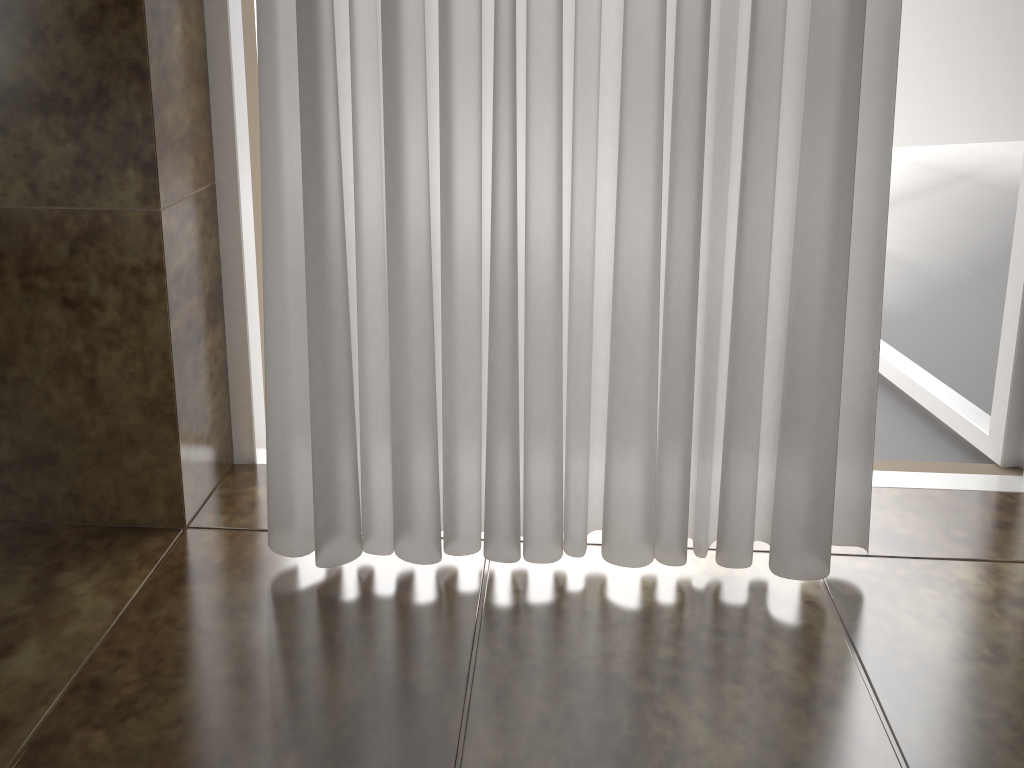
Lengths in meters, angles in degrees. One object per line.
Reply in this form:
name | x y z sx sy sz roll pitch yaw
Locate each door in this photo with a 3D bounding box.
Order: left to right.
door | 0.577 -1.109 1.316 0.040 2.090 1.013 -1 14 -6

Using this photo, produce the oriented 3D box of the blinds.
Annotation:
blinds | 0.058 -0.870 0.643 0.603 2.138 0.071 1 12 3
